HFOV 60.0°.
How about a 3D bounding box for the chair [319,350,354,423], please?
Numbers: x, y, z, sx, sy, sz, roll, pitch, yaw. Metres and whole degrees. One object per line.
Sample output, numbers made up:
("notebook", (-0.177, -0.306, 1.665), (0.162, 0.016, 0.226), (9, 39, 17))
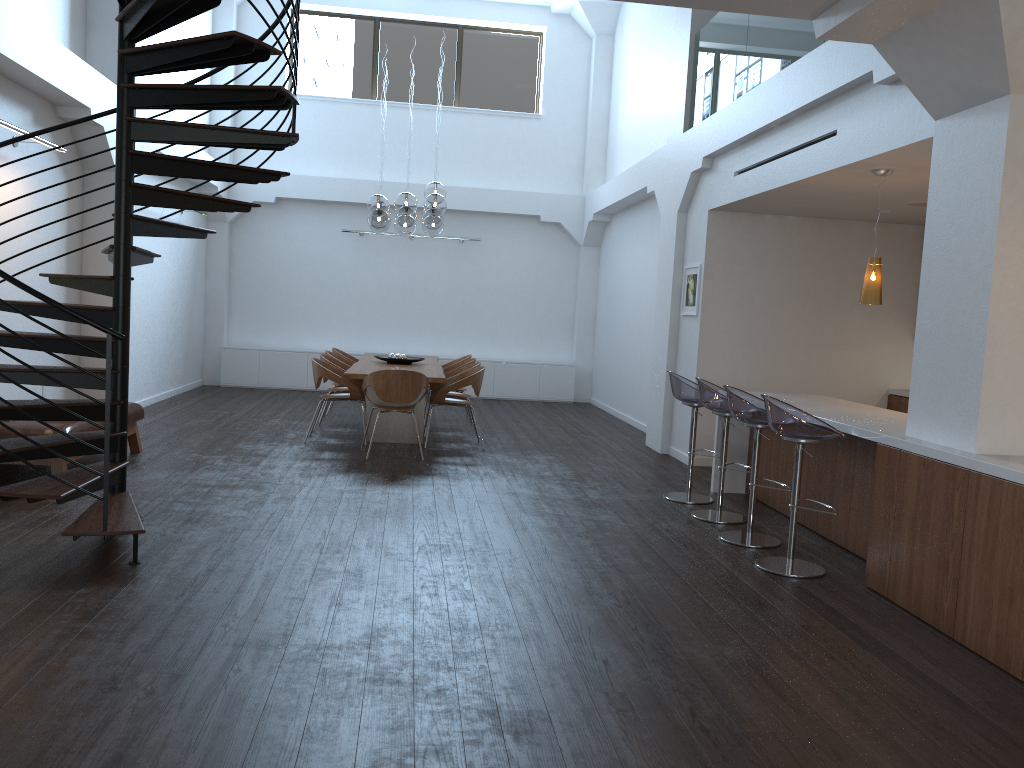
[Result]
("chair", (-1.950, 0.030, 10.576), (0.618, 0.833, 0.629), (3, 5, -7))

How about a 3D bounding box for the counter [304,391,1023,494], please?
("counter", (1.313, 0.513, 6.727), (3.039, 0.860, 8.182), (0, 6, -36))

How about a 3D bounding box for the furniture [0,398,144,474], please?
("furniture", (-3.585, 0.425, 6.875), (0.907, 0.453, 1.819), (3, 5, -7))

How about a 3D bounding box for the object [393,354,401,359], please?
("object", (-1.321, -0.298, 10.178), (0.100, 0.100, 0.100), (7, 6, 38))

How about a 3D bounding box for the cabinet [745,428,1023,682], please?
("cabinet", (2.400, 0.719, 5.226), (0.898, 0.796, 4.493), (3, 5, -7))

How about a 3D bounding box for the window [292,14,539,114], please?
("window", (-1.549, -5.197, 14.485), (3.970, 1.308, 0.005), (3, 5, -7))

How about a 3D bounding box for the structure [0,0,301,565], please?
("structure", (-2.299, -1.331, 5.262), (1.998, 4.352, 1.998), (8, 6, 44))

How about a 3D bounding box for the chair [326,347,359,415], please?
("chair", (-2.024, -0.036, 11.350), (0.618, 0.833, 0.629), (3, 5, -7))

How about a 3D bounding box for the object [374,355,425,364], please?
("object", (-1.300, -0.275, 10.250), (0.592, 0.066, 0.592), (7, 6, 41))

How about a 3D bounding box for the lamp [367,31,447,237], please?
("lamp", (-1.122, -2.678, 9.746), (0.849, 2.140, 1.787), (3, 5, -8))

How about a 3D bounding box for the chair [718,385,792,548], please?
("chair", (1.595, 0.523, 5.803), (0.481, 1.014, 0.530), (3, 5, -9))

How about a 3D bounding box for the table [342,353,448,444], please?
("table", (-1.324, 0.131, 10.288), (1.012, 0.750, 3.803), (3, 5, -7))

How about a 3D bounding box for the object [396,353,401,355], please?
("object", (-1.329, -0.309, 10.338), (0.100, 0.100, 0.100), (7, 6, 38))

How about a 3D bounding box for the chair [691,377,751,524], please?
("chair", (1.540, 0.470, 6.435), (0.481, 1.014, 0.530), (3, 5, -9))

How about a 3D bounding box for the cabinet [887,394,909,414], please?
("cabinet", (4.409, -0.100, 6.313), (0.598, 2.499, 5.299), (3, 5, -7))

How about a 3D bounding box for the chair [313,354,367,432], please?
("chair", (-1.846, 0.097, 9.822), (0.618, 0.833, 0.629), (3, 5, -5))

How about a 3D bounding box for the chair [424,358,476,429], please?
("chair", (-0.745, 0.088, 10.722), (0.618, 0.833, 0.629), (3, 5, -7))

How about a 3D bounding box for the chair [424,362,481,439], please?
("chair", (-0.660, 0.153, 9.966), (0.618, 0.833, 0.629), (3, 5, -7))

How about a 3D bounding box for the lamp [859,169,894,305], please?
("lamp", (1.770, -1.393, 4.858), (0.149, 1.807, 2.842), (6, 5, 33))

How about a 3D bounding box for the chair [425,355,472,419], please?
("chair", (-0.831, 0.022, 11.483), (0.618, 0.833, 0.629), (3, 5, -7))

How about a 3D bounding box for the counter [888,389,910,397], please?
("counter", (4.334, 0.274, 6.799), (0.600, 0.050, 4.387), (3, 5, -7))

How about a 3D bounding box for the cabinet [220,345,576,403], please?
("cabinet", (-1.775, -0.157, 14.323), (5.580, 0.626, 0.478), (3, 5, -7))

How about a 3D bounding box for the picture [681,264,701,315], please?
("picture", (1.807, -0.946, 8.964), (0.018, 0.500, 0.500), (3, 5, -7))

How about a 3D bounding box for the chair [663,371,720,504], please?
("chair", (1.442, 0.414, 7.058), (0.481, 1.014, 0.530), (3, 5, -5))

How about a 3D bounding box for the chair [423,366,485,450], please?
("chair", (-0.590, 0.220, 9.192), (0.618, 0.833, 0.629), (3, 5, -9))

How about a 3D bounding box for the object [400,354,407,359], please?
("object", (-1.263, -0.296, 10.260), (0.100, 0.100, 0.100), (7, 6, 38))

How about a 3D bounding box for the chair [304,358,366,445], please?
("chair", (-1.766, 0.161, 9.061), (0.617, 0.830, 0.629), (3, 5, -7))

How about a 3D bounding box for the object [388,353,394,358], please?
("object", (-1.387, -0.308, 10.255), (0.100, 0.100, 0.100), (7, 6, 38))

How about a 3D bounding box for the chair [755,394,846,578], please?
("chair", (1.665, 0.578, 5.179), (0.481, 1.014, 0.530), (3, 5, -5))

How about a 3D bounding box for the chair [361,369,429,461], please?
("chair", (-1.105, 0.255, 8.378), (0.629, 0.833, 0.618), (2, 5, -12))
